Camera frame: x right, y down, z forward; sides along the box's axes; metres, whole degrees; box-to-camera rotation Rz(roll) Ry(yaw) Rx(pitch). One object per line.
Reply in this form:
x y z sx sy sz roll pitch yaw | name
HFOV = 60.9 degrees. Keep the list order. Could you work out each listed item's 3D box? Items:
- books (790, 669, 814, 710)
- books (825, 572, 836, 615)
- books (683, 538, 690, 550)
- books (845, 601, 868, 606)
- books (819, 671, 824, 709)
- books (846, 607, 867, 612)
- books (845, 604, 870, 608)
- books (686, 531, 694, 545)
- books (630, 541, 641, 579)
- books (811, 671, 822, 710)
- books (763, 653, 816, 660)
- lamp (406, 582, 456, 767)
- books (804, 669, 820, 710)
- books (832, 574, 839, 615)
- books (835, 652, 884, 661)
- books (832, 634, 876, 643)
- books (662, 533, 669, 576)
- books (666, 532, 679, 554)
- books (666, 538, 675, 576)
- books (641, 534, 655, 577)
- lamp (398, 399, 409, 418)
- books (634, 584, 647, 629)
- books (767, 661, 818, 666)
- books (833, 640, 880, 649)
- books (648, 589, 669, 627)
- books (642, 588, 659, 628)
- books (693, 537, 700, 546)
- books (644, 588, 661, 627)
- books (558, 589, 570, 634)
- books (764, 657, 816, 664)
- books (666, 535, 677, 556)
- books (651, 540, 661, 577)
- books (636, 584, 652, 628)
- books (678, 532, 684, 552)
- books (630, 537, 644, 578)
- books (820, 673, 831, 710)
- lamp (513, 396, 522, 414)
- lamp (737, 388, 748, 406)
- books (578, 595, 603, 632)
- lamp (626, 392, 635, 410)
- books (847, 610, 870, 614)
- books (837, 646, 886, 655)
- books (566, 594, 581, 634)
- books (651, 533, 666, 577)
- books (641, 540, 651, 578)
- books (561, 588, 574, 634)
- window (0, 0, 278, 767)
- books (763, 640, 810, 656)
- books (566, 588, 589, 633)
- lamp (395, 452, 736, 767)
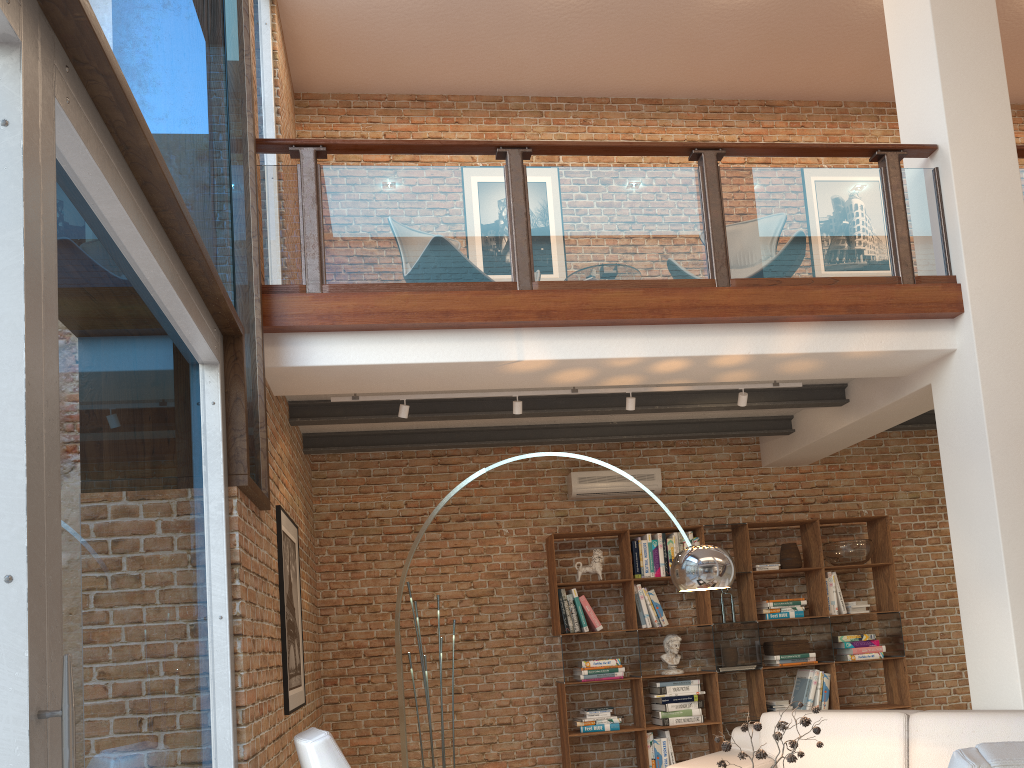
2.542 2.699 7.664 0.163 0.360 0.252 -3 -10 -8 | books
2.794 1.874 7.774 0.036 0.371 0.251 -3 -10 -8 | books
1.504 1.526 7.646 0.055 0.319 0.263 -3 -10 -8 | books
3.059 1.965 7.796 0.132 0.033 0.213 1 -17 -17 | books
2.658 2.704 7.675 0.098 0.343 0.281 -3 -10 -8 | books
3.062 2.016 7.790 0.132 0.033 0.213 -4 -16 1 | books
3.068 1.991 7.798 0.171 0.018 0.245 -3 -16 -5 | books
1.548 1.500 7.661 0.036 0.371 0.251 -3 -10 -8 | books
1.054 1.544 7.599 0.055 0.319 0.263 -3 -10 -8 | books
2.638 2.700 7.663 0.098 0.343 0.281 -3 -10 -8 | books
2.430 2.391 7.653 0.379 0.035 0.253 -1 -16 -9 | books
-0.592 2.388 6.566 0.419 1.765 0.204 1 -8 -38 | lamp
2.586 2.690 7.647 0.161 0.361 0.252 -3 -10 -8 | books
2.821 1.889 7.786 0.021 0.348 0.281 -3 -10 -8 | books
3.085 2.425 7.756 0.326 0.054 0.264 -2 -16 -6 | books
3.036 2.268 7.779 0.326 0.054 0.264 -5 -16 2 | books
1.306 1.507 7.627 0.036 0.371 0.251 -3 -10 -8 | books
1.417 1.508 7.656 0.036 0.371 0.251 -3 -10 -8 | books
1.356 1.528 7.616 0.055 0.319 0.263 -3 -10 -8 | books
1.177 1.510 7.605 0.036 0.371 0.251 -3 -10 -8 | books
-0.679 0.162 5.469 0.059 0.125 0.088 2 -12 -38 | lamp
1.070 1.934 7.558 0.101 0.372 0.251 -3 -10 -8 | books
2.460 2.460 7.670 0.355 0.020 0.282 -1 -17 -9 | books
3.056 2.321 7.776 0.326 0.054 0.264 -2 -16 -8 | books
1.233 1.948 7.558 0.158 0.319 0.263 -3 -10 -8 | books
1.163 1.943 7.555 0.124 0.337 0.281 -3 -11 -8 | books
1.597 1.530 7.681 0.055 0.319 0.263 -3 -10 -8 | books
1.183 1.945 7.567 0.124 0.337 0.281 -3 -11 -8 | books
0.417 1.947 7.454 0.091 0.372 0.251 -3 -10 -8 | books
2.442 2.437 7.685 0.379 0.035 0.253 0 -17 -13 | books
1.391 1.517 7.637 0.021 0.348 0.281 -3 -10 -8 | books
1.223 1.539 7.623 0.055 0.319 0.263 -3 -10 -8 | books
1.110 1.926 7.540 0.103 0.371 0.251 -3 -10 -8 | books
1.455 1.503 7.648 0.036 0.371 0.251 -3 -10 -8 | books
1.091 1.529 7.605 0.021 0.348 0.281 -3 -10 -8 | books
2.704 2.706 7.666 0.116 0.323 0.263 -3 -10 -8 | books
0.035 0.138 5.571 0.061 0.117 0.089 -3 -10 -6 | lamp
1.531 0.093 5.789 0.060 0.112 0.098 -4 -11 -2 | lamp
0.651 1.977 7.502 0.194 0.308 0.263 -3 -11 -8 | books
0.771 0.119 5.673 0.061 0.125 0.089 -3 -10 -6 | lamp
3.070 2.045 7.802 0.171 0.018 0.245 -4 -16 0 | books
3.106 2.371 7.766 0.326 0.054 0.264 0 -16 -13 | books
0.503 1.977 7.490 0.102 0.323 0.263 -3 -10 -8 | books
1.271 1.505 7.612 0.036 0.371 0.251 -3 -10 -8 | books
1.133 1.536 7.591 0.055 0.319 0.263 -3 -10 -8 | books
0.453 1.948 7.467 0.091 0.372 0.251 -3 -10 -8 | books
-1.073 -1.741 0.201 0.647 6.177 12.792 -3 -14 -8 | window
2.413 2.319 7.668 0.335 0.115 0.221 -2 -14 -8 | books
0.561 1.943 7.469 0.121 0.369 0.251 -3 -10 -8 | books
0.233 1.512 4.699 2.058 2.279 0.323 -10 -9 28 | lamp
